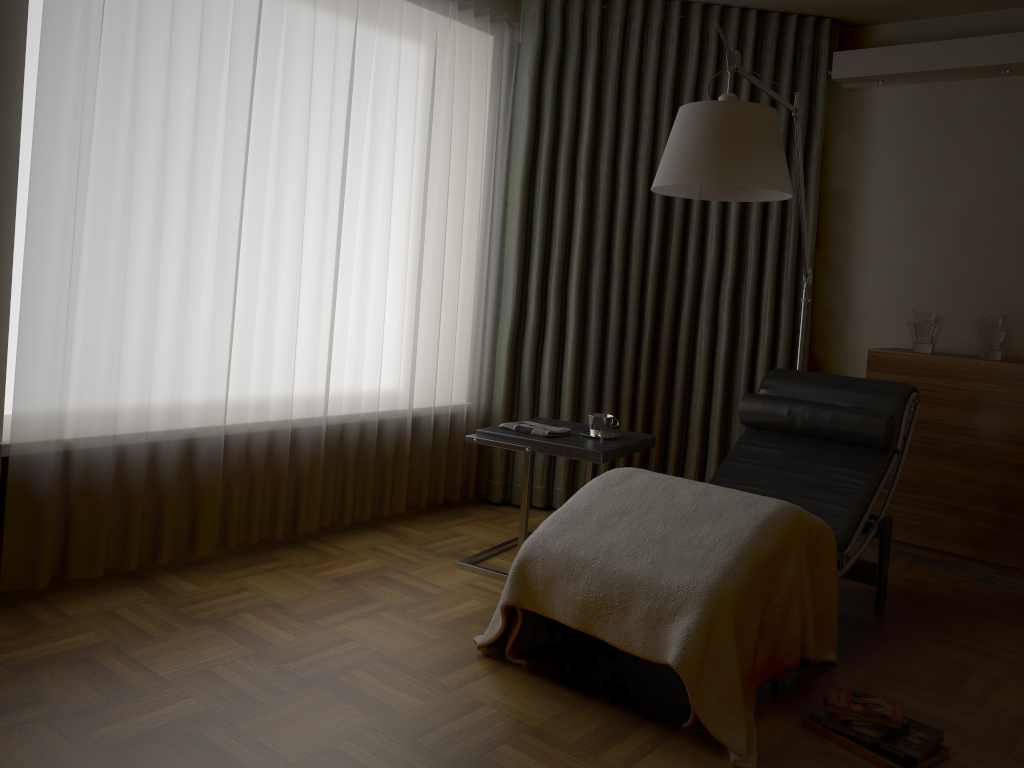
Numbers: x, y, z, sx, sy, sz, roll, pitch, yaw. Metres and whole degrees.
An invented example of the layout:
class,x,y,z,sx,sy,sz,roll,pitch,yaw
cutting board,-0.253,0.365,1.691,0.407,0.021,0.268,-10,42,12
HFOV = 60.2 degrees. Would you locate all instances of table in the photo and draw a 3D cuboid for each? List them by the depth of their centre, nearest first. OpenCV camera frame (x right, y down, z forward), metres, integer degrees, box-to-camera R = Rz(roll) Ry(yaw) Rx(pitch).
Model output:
class,x,y,z,sx,sy,sz,roll,pitch,yaw
table,0.214,0.207,3.365,0.520,0.045,0.500,8,8,30

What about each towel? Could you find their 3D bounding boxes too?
class,x,y,z,sx,sy,sz,roll,pitch,yaw
towel,0.095,0.169,3.338,0.242,0.035,0.178,10,9,43

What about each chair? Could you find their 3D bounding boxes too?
class,x,y,z,sx,sy,sz,roll,pitch,yaw
chair,0.813,0.393,2.977,0.639,0.794,1.788,7,6,39

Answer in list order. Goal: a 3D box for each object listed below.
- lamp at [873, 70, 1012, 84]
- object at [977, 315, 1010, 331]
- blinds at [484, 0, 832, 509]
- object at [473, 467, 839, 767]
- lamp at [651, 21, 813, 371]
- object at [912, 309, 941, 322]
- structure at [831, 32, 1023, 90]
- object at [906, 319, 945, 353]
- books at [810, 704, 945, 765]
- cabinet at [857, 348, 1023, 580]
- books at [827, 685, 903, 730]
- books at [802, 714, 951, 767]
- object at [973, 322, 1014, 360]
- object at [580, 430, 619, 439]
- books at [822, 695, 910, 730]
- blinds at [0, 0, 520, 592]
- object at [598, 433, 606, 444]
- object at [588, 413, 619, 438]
class,x,y,z,sx,sy,sz,roll,pitch,yaw
lamp,2.188,-1.391,3.895,1.164,0.028,0.050,10,8,39
object,2.042,-0.220,3.753,0.123,0.149,0.122,6,4,19
blinds,0.722,-0.612,4.288,1.531,2.445,0.225,4,2,-6
object,0.454,0.561,2.583,0.922,0.518,0.908,9,7,39
lamp,0.971,-0.167,3.231,0.454,1.961,1.413,6,3,43
object,1.836,-0.255,3.924,0.123,0.149,0.123,6,4,21
structure,2.470,-1.400,3.677,2.191,0.130,0.273,10,8,39
object,1.833,-0.217,3.925,0.156,0.154,0.156,4,4,-4
books,0.915,0.858,2.215,0.266,0.020,0.189,10,9,43
cabinet,2.320,0.372,3.561,1.683,0.859,0.415,9,5,39
books,0.894,0.817,2.238,0.173,0.018,0.124,7,7,24
books,0.904,0.880,2.202,0.200,0.022,0.282,0,8,-36
object,2.039,-0.182,3.754,0.156,0.154,0.156,7,5,30
object,0.330,0.193,3.328,0.150,0.009,0.151,-2,9,-45
books,0.896,0.834,2.245,0.173,0.018,0.124,4,6,-1
blinds,-0.729,-0.559,3.427,0.093,2.283,2.195,5,4,39
object,0.327,0.197,3.227,0.029,0.019,0.124,5,6,8
object,0.336,0.157,3.332,0.098,0.078,0.110,8,6,40
